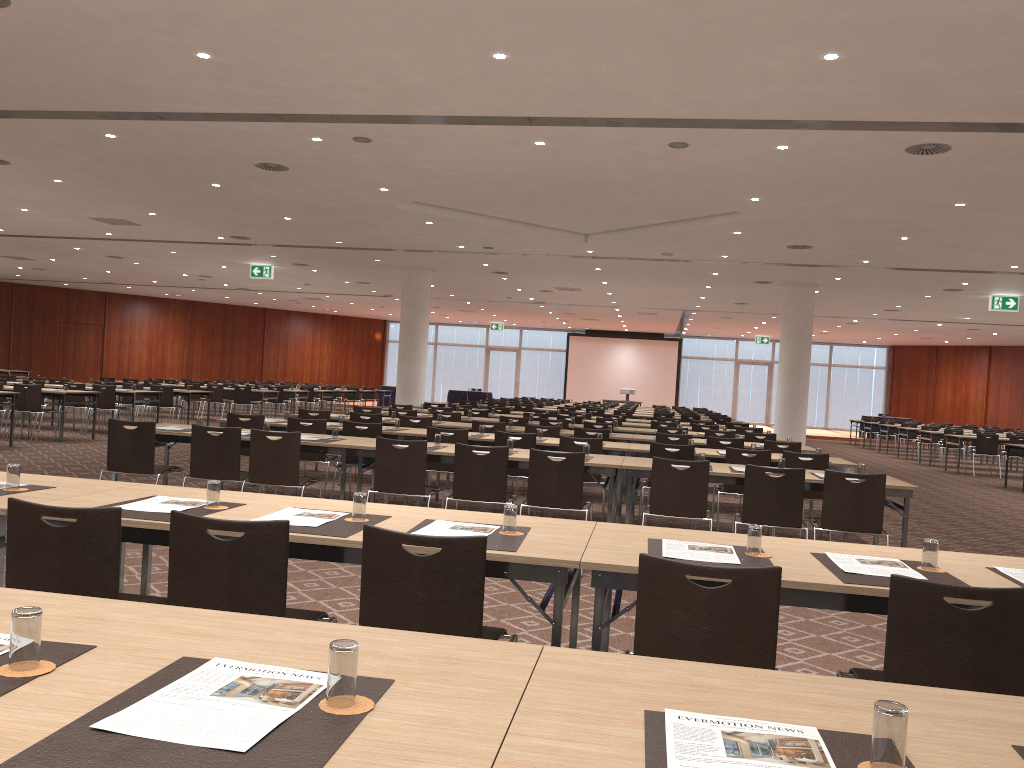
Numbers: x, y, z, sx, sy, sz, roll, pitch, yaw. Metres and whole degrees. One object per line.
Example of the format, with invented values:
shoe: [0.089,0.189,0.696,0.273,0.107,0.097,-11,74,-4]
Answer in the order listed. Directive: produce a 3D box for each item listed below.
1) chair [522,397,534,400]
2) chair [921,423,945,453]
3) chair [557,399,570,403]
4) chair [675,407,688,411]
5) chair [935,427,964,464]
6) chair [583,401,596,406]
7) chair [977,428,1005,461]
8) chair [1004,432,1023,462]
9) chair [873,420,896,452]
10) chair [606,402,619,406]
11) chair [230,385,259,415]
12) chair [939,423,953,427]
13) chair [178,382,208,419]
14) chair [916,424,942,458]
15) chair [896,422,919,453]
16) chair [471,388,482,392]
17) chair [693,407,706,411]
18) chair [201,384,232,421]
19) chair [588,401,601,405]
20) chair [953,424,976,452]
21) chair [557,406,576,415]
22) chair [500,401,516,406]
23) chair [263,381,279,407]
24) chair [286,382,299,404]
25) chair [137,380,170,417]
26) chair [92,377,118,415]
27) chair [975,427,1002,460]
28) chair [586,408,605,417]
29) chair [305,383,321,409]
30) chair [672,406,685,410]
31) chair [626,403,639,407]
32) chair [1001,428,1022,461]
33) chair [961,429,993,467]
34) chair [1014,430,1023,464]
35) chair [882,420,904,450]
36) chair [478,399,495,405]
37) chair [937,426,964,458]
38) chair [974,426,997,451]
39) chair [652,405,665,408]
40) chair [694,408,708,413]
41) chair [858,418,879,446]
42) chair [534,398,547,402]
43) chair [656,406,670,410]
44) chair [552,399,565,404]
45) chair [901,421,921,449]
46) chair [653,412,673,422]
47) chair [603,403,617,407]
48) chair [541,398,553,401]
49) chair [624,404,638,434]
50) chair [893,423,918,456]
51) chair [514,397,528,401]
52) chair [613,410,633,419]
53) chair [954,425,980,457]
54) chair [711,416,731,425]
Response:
chair: [0.566,0.916,30.864,0.535,0.939,0.614,4,1,11]
chair: [12.779,1.665,26.806,0.535,0.939,0.613,4,1,7]
chair: [1.767,0.989,30.637,0.535,0.939,0.613,4,1,7]
chair: [5.348,1.213,28.040,0.535,0.939,0.614,4,1,10]
chair: [11.403,1.595,23.058,0.535,0.939,0.614,4,1,6]
chair: [2.495,1.040,28.573,0.535,0.939,0.614,4,1,11]
chair: [13.443,1.712,24.817,0.535,0.939,0.614,4,1,11]
chair: [13.058,1.696,22.793,0.535,0.939,0.614,4,1,11]
chair: [11.404,1.581,27.108,0.535,0.939,0.614,4,1,12]
chair: [3.422,1.089,30.373,0.535,0.939,0.614,4,1,8]
chair: [-6.593,0.516,21.880,0.535,0.939,0.613,4,1,8]
chair: [13.932,1.728,28.647,0.535,0.939,0.613,4,1,7]
chair: [-7.917,0.435,22.151,0.535,0.939,0.614,4,1,12]
chair: [11.761,1.610,24.944,0.535,0.939,0.614,4,1,10]
chair: [12.086,1.622,27.059,0.535,0.939,0.614,4,1,10]
chair: [-1.494,0.647,35.673,0.535,0.939,0.614,4,1,12]
chair: [6.298,1.264,29.913,0.535,0.939,0.614,4,1,11]
chair: [-7.275,0.475,21.907,0.535,0.939,0.613,4,1,8]
chair: [2.820,1.053,30.504,0.535,0.939,0.613,4,1,10]
chair: [14.654,1.772,28.615,0.535,0.939,0.613,4,1,6]
chair: [1.260,0.993,20.626,0.535,0.939,0.614,4,1,10]
chair: [-0.098,0.904,22.833,0.535,0.939,0.614,4,1,11]
chair: [-8.645,0.356,32.252,0.535,0.939,0.613,4,1,7]
chair: [-7.978,0.397,32.228,0.535,0.939,0.614,4,1,8]
chair: [-8.941,0.374,22.173,0.535,0.939,0.614,4,1,11]
chair: [-10.125,0.302,22.362,0.535,0.939,0.614,4,1,12]
chair: [14.297,1.757,26.564,0.535,0.939,0.614,4,1,9]
chair: [1.917,1.033,20.564,0.535,0.939,0.613,4,1,8]
chair: [-7.263,0.440,32.173,0.535,0.939,0.613,4,1,7]
chair: [5.620,1.223,30.099,0.535,0.939,0.613,4,1,8]
chair: [4.098,1.130,30.343,0.535,0.939,0.614,4,1,11]
chair: [14.918,1.794,26.607,0.535,0.939,0.614,4,1,11]
chair: [12.023,1.633,22.876,0.535,0.939,0.614,4,1,7]
chair: [14.082,1.751,24.655,0.535,0.939,0.613,4,1,7]
chair: [12.464,1.638,28.964,0.535,0.939,0.613,4,1,7]
chair: [-0.651,0.870,22.957,0.535,0.939,0.614,4,1,10]
chair: [12.361,1.646,24.930,0.535,0.939,0.614,4,1,6]
chair: [15.240,1.807,28.439,0.535,0.939,0.614,4,1,9]
chair: [4.964,1.183,30.126,0.535,0.939,0.613,4,1,8]
chair: [5.935,1.249,27.981,0.535,0.939,0.614,4,1,9]
chair: [11.694,1.592,29.005,0.535,0.939,0.614,4,1,11]
chair: [0.916,0.944,28.747,0.535,0.939,0.613,4,1,8]
chair: [4.770,1.178,28.210,0.535,0.939,0.614,4,1,11]
chair: [1.493,0.979,28.690,0.535,0.939,0.614,4,1,12]
chair: [13.051,1.674,28.930,0.535,0.939,0.614,4,1,11]
chair: [3.424,1.125,20.281,0.535,0.939,0.614,4,1,7]
chair: [3.126,1.078,28.430,0.535,0.939,0.614,4,1,12]
chair: [1.209,0.955,30.804,0.535,0.939,0.614,4,1,10]
chair: [3.761,1.117,28.293,0.535,0.939,0.614,4,1,12]
chair: [11.199,1.576,25.175,0.535,0.939,0.613,4,1,8]
chair: [0.290,0.906,28.925,0.535,0.939,0.613,4,1,7]
chair: [2.540,1.071,20.387,0.535,0.939,0.614,4,1,10]
chair: [13.746,1.723,26.734,0.535,0.939,0.613,4,1,7]
chair: [4.716,1.203,20.117,0.535,0.939,0.614,4,1,12]
